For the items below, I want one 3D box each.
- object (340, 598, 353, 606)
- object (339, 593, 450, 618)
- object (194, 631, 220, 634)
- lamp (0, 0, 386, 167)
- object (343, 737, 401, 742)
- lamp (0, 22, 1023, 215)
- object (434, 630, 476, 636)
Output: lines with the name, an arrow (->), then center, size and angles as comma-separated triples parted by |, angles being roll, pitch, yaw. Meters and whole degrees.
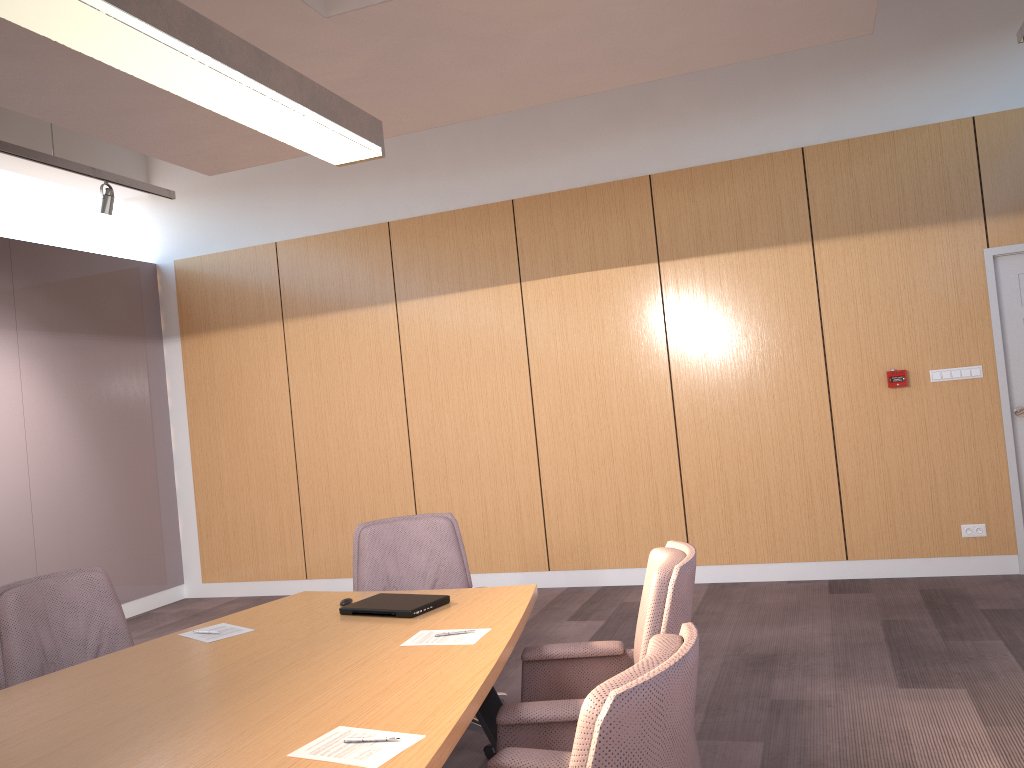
object -> -0.614, 0.803, 3.273 | 0.039, 0.019, 0.070 | -6, -2, 13
object -> -0.412, 0.775, 3.111 | 0.325, 0.026, 0.231 | -7, -2, 31
object -> -1.037, 0.841, 3.006 | 0.125, 0.009, 0.009 | -6, -2, 27
lamp -> -1.797, -1.752, 0.107 | 0.200, 1.864, 6.974 | -6, -2, 19
object -> -0.289, 0.735, 1.834 | 0.125, 0.009, 0.009 | -6, -2, 11
lamp -> -1.820, -2.025, 0.004 | 5.699, 1.321, 12.467 | -6, -2, 19
object -> -0.170, 0.746, 2.659 | 0.125, 0.009, 0.009 | -6, -2, -2
